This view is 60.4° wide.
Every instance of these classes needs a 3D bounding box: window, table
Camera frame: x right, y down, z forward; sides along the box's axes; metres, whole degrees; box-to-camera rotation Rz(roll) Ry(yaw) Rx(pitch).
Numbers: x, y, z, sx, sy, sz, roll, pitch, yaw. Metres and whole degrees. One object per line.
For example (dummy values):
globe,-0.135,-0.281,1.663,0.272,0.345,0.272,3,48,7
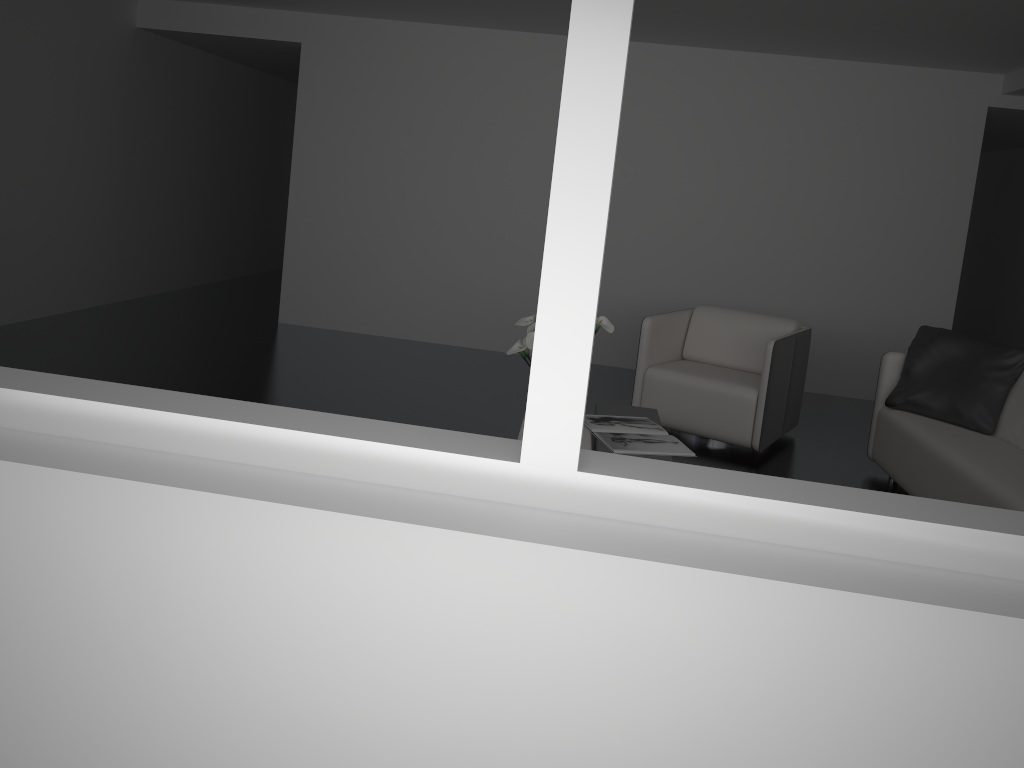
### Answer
window,0.126,-0.517,1.210,8.062,1.414,0.111,8,6,6
table,0.149,0.404,3.467,0.299,0.308,0.986,7,12,3
table,0.485,0.390,3.695,0.299,0.308,1.280,7,12,4

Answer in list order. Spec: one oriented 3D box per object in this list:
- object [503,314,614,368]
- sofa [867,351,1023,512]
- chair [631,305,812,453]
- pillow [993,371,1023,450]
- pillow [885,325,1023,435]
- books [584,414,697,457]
object,0.171,0.034,4.041,0.446,0.786,0.384,5,7,-11
sofa,2.317,0.389,3.613,0.920,0.650,2.279,7,12,3
chair,1.263,-0.086,5.220,0.775,0.651,0.926,12,12,30
pillow,2.495,0.065,4.290,0.323,0.492,0.595,6,10,-5
pillow,2.248,-0.033,4.462,0.278,0.443,0.575,0,12,-39
books,0.512,0.210,3.766,0.357,0.016,0.560,3,13,-14
